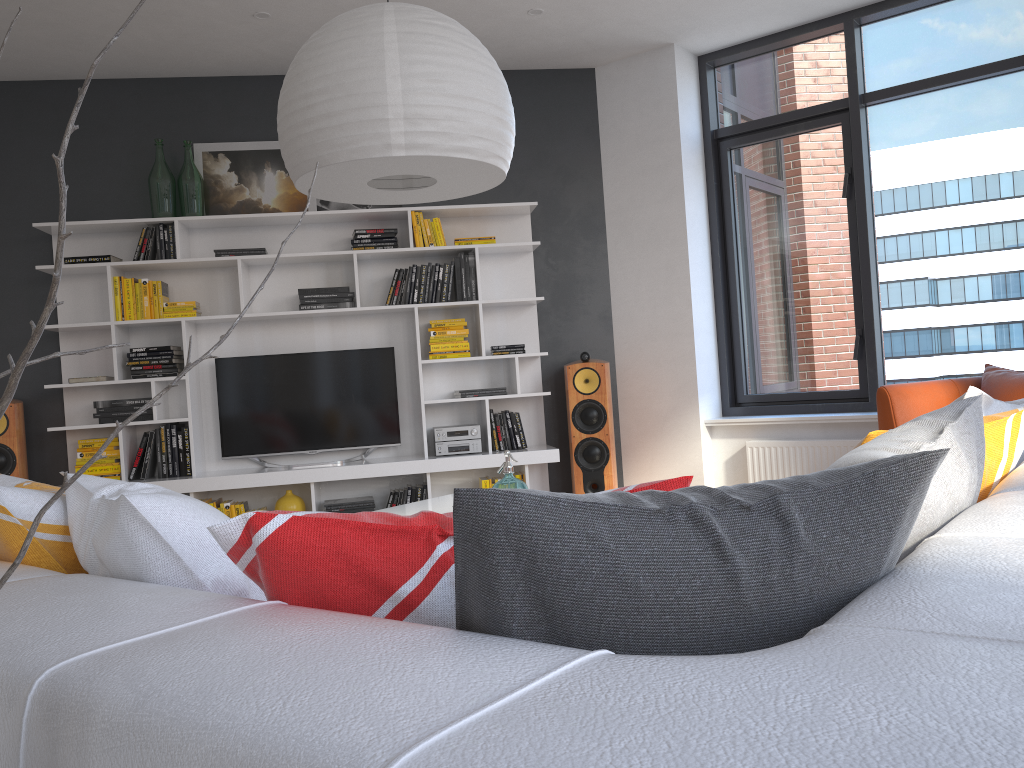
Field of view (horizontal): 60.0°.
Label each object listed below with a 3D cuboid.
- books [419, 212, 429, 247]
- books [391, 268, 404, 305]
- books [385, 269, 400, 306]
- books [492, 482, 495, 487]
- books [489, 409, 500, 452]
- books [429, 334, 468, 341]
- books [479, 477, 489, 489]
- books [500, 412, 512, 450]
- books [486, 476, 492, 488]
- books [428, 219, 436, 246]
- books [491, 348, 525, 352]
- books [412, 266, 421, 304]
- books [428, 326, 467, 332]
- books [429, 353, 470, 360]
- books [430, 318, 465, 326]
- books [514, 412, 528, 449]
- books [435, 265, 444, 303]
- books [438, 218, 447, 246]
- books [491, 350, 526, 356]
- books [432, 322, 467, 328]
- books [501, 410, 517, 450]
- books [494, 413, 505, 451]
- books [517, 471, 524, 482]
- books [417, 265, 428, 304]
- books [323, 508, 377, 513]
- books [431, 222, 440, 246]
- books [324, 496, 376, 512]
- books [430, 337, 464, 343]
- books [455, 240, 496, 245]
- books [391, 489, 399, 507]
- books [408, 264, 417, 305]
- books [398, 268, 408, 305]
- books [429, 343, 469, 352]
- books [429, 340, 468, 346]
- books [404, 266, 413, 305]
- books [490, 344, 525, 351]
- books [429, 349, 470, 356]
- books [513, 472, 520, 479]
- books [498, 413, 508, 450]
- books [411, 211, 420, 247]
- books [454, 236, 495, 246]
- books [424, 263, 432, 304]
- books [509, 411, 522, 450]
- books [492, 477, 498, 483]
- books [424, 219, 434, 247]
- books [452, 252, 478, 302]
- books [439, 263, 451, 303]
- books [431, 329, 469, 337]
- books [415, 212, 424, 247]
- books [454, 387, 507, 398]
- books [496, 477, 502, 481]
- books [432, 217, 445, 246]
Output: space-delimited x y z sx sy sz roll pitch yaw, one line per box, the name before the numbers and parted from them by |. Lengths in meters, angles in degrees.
books | -0.562 -0.960 5.611 0.054 0.224 0.164 -4 0 -9
books | -0.722 -0.601 5.607 0.096 0.234 0.187 -4 0 -7
books | -0.755 -0.600 5.598 0.104 0.234 0.182 -4 0 -8
books | -0.117 0.734 5.578 0.024 0.229 0.156 -4 0 -8
books | -0.126 0.293 5.678 0.053 0.268 0.202 -4 0 -8
books | -0.408 -0.297 5.684 0.239 0.019 0.171 -4 0 -8
books | -0.169 0.723 5.590 0.044 0.255 0.198 -4 0 -8
books | -0.045 0.301 5.671 0.050 0.242 0.169 -4 0 -8
books | -0.140 0.718 5.596 0.015 0.263 0.199 -4 0 -8
books | -0.506 -0.941 5.589 0.044 0.178 0.128 -4 0 -8
books | -0.030 -0.215 5.671 0.198 0.015 0.142 -4 0 -9
books | -0.607 -0.613 5.617 0.068 0.243 0.179 -4 0 -9
books | -0.408 -0.351 5.685 0.227 0.022 0.160 -4 0 8
books | -0.395 -0.173 5.661 0.257 0.028 0.194 -4 0 -3
books | -0.415 -0.397 5.703 0.223 0.023 0.163 -4 0 -4
books | 0.041 0.299 5.719 0.077 0.233 0.179 -4 0 -8
books | -0.465 -0.625 5.626 0.071 0.243 0.179 -4 0 -9
books | -0.443 -0.949 5.609 0.044 0.184 0.142 -4 0 -7
books | -0.027 -0.196 5.668 0.213 0.023 0.161 -4 0 -4
books | -0.401 -0.375 5.682 0.223 0.023 0.163 -4 0 -4
books | -0.019 0.293 5.686 0.066 0.255 0.193 -4 0 -8
books | -0.093 0.307 5.679 0.053 0.240 0.189 -4 0 -7
books | 0.058 0.699 5.636 0.025 0.270 0.213 -4 0 -8
books | -0.571 -0.621 5.626 0.084 0.249 0.191 -4 0 -8
books | -1.000 0.840 5.504 0.343 0.137 0.277 -4 0 -13
books | -0.486 -0.933 5.580 0.046 0.161 0.108 -4 0 -9
books | -1.015 0.749 5.525 0.310 0.047 0.250 -4 0 -12
books | -0.416 -0.276 5.666 0.217 0.023 0.145 -4 0 -4
books | -0.235 -0.885 5.670 0.257 0.028 0.194 -4 0 -3
books | -0.741 0.776 5.515 0.096 0.234 0.187 -4 0 -7
books | -0.635 -0.618 5.619 0.075 0.254 0.192 -4 0 -9
books | -0.689 -0.604 5.598 0.081 0.233 0.169 -4 0 -9
books | -0.402 -0.232 5.673 0.243 0.042 0.189 -4 0 -8
books | -0.409 -0.260 5.687 0.251 0.014 0.189 -4 0 -5
books | -0.653 -0.609 5.590 0.069 0.242 0.172 -4 0 -7
books | -0.031 -0.234 5.686 0.213 0.023 0.161 -4 0 -4
books | -0.401 -0.198 5.669 0.257 0.024 0.203 -4 0 -5
books | 0.033 0.701 5.623 0.029 0.270 0.204 -4 0 -8
books | -0.068 0.306 5.676 0.049 0.236 0.170 -4 0 -7
books | -0.611 -0.959 5.577 0.041 0.229 0.161 -4 0 -9
books | -0.241 -0.910 5.678 0.257 0.024 0.203 -4 0 -5
books | -0.538 -0.628 5.632 0.066 0.260 0.197 -4 0 -8
books | 0.012 0.297 5.682 0.066 0.242 0.177 -4 0 -8
books | -0.100 0.720 5.599 0.019 0.251 0.180 -4 0 -8
books | -0.527 -0.940 5.594 0.054 0.180 0.132 -4 0 -8
books | -0.306 -0.670 5.689 0.128 0.321 0.259 -4 0 -8
books | -0.429 -0.631 5.643 0.084 0.249 0.191 -4 0 -8
books | -0.400 -0.324 5.684 0.239 0.033 0.176 -4 0 -5
books | -0.591 -0.958 5.598 0.041 0.224 0.163 -4 0 -10
books | -0.206 0.056 5.689 0.310 0.047 0.250 -4 0 -12
books | -0.073 0.718 5.601 0.035 0.250 0.185 -4 0 -8
books | -0.465 -0.947 5.598 0.064 0.184 0.141 -4 0 -7
